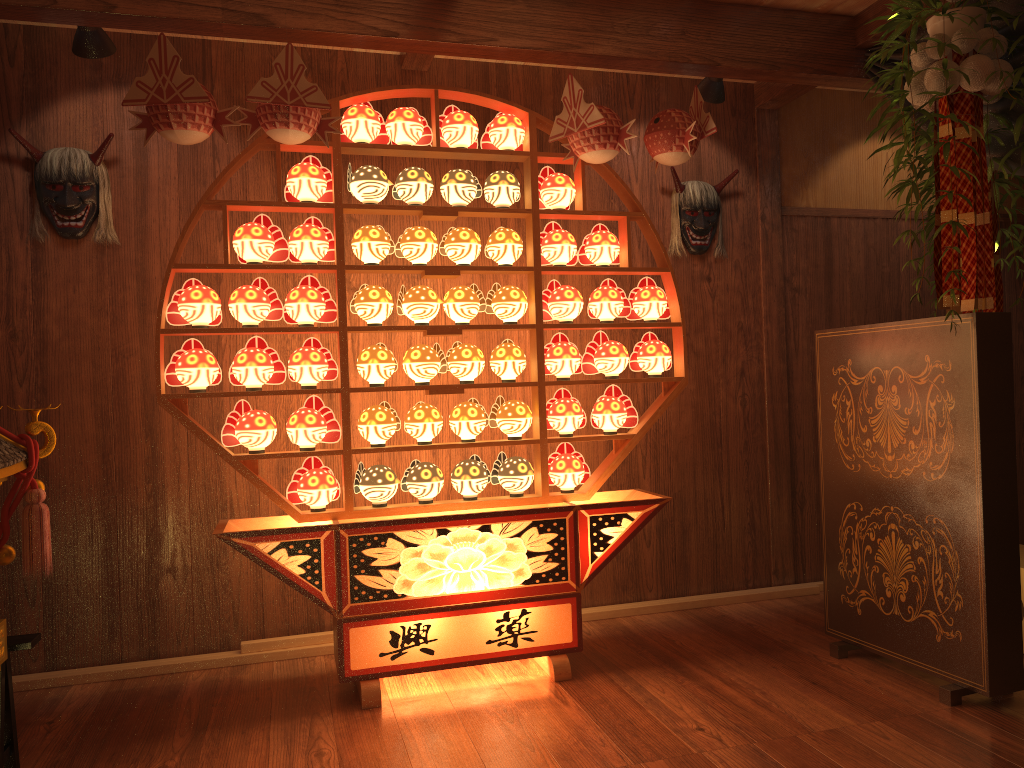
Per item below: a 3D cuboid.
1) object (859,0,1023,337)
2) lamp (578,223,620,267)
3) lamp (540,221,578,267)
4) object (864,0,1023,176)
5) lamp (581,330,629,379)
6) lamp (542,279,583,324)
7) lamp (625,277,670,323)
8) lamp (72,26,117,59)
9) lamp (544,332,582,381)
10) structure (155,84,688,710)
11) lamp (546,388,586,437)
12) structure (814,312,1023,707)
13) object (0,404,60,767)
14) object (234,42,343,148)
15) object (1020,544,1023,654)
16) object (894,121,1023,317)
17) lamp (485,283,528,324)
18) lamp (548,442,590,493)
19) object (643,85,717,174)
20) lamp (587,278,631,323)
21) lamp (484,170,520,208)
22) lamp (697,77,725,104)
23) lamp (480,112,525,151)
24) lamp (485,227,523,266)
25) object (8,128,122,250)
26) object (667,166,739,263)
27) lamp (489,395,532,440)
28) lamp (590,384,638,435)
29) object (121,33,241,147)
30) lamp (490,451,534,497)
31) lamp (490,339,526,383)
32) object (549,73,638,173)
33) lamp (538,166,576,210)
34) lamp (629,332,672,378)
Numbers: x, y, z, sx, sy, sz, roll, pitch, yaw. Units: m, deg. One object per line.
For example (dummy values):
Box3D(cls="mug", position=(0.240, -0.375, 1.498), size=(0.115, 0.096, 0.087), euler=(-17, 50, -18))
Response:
Box3D(cls="object", position=(1.469, -0.775, 2.883), size=(0.586, 1.260, 0.690), euler=(-2, 0, -27))
Box3D(cls="lamp", position=(0.359, -0.556, 3.517), size=(0.190, 0.195, 0.157), euler=(-2, 0, -1))
Box3D(cls="lamp", position=(0.186, -0.553, 3.461), size=(0.204, 0.200, 0.154), euler=(-2, 0, -16))
Box3D(cls="object", position=(1.674, -1.047, 2.925), size=(0.097, 0.751, 1.472), euler=(-2, 0, -14))
Box3D(cls="lamp", position=(0.400, -0.119, 3.525), size=(0.206, 0.200, 0.152), euler=(-2, 0, -31))
Box3D(cls="lamp", position=(0.215, -0.327, 3.470), size=(0.195, 0.187, 0.152), euler=(-2, 0, -36))
Box3D(cls="lamp", position=(0.559, -0.345, 3.577), size=(0.201, 0.200, 0.157), euler=(-2, 0, -1))
Box3D(cls="lamp", position=(-1.432, -1.198, 3.034), size=(0.140, 0.176, 0.169), euler=(-2, 0, -30))
Box3D(cls="lamp", position=(0.199, -0.110, 3.460), size=(0.191, 0.195, 0.156), euler=(-2, 0, -6))
Box3D(cls="structure", position=(-0.254, -0.010, 3.319), size=(2.000, 2.195, 0.480), euler=(-2, 0, -17))
Box3D(cls="lamp", position=(0.210, 0.111, 3.461), size=(0.187, 0.194, 0.156), euler=(-2, 0, -6))
Box3D(cls="structure", position=(1.413, 0.405, 3.148), size=(0.277, 1.250, 0.782), euler=(-2, 0, -19))
Box3D(cls="object", position=(-1.423, 0.367, 1.990), size=(0.619, 1.514, 0.793), euler=(-2, 0, -16))
Box3D(cls="object", position=(-0.743, -0.941, 2.929), size=(0.355, 0.306, 0.211), euler=(-2, 0, -17))
Box3D(cls="object", position=(2.018, 0.845, 3.547), size=(0.331, 0.330, 1.272), euler=(-2, 0, -10))
Box3D(cls="object", position=(1.940, -0.788, 3.833), size=(0.767, 1.260, 0.524), euler=(-2, 0, -31))
Box3D(cls="lamp", position=(-0.003, -0.312, 3.402), size=(0.151, 0.173, 0.144), euler=(-2, 0, 44))
Box3D(cls="lamp", position=(0.215, 0.328, 3.464), size=(0.195, 0.197, 0.157), euler=(-2, 0, -1))
Box3D(cls="object", position=(0.607, -0.987, 3.353), size=(0.233, 0.318, 0.358), euler=(-2, 0, -20))
Box3D(cls="lamp", position=(0.373, -0.334, 3.522), size=(0.178, 0.191, 0.159), euler=(-2, 0, 14))
Box3D(cls="lamp", position=(-0.039, -0.752, 3.394), size=(0.140, 0.173, 0.156), euler=(-2, 0, -1))
Box3D(cls="lamp", position=(0.841, -1.274, 3.753), size=(0.135, 0.177, 0.175), euler=(-2, 0, 4))
Box3D(cls="lamp", position=(-0.019, -0.981, 3.402), size=(0.192, 0.188, 0.155), euler=(-2, 0, -11))
Box3D(cls="lamp", position=(-0.026, -0.532, 3.394), size=(0.141, 0.173, 0.155), euler=(-2, 0, -11))
Box3D(cls="object", position=(-1.706, -0.734, 3.404), size=(0.371, 0.453, 0.135), euler=(-2, 0, -17))
Box3D(cls="object", position=(0.910, -0.794, 4.231), size=(0.371, 0.453, 0.135), euler=(-2, 0, -17))
Box3D(cls="lamp", position=(0.015, 0.128, 3.401), size=(0.151, 0.173, 0.144), euler=(-2, 0, 39))
Box3D(cls="lamp", position=(0.386, 0.102, 3.519), size=(0.196, 0.200, 0.160), euler=(-2, 0, 19))
Box3D(cls="object", position=(-1.057, -0.921, 2.824), size=(0.362, 0.311, 0.240), euler=(-2, 0, 9))
Box3D(cls="lamp", position=(0.022, 0.347, 3.403), size=(0.151, 0.173, 0.144), euler=(-2, 0, 39))
Box3D(cls="lamp", position=(-0.016, -0.092, 3.393), size=(0.140, 0.173, 0.156), euler=(-2, 0, -1))
Box3D(cls="object", position=(0.304, -0.964, 3.256), size=(0.249, 0.314, 0.352), euler=(-2, 0, -39))
Box3D(cls="lamp", position=(0.184, -0.773, 3.464), size=(0.206, 0.200, 0.152), euler=(-2, 0, -31))
Box3D(cls="lamp", position=(0.577, -0.121, 3.580), size=(0.184, 0.192, 0.156), euler=(-2, 0, -6))
